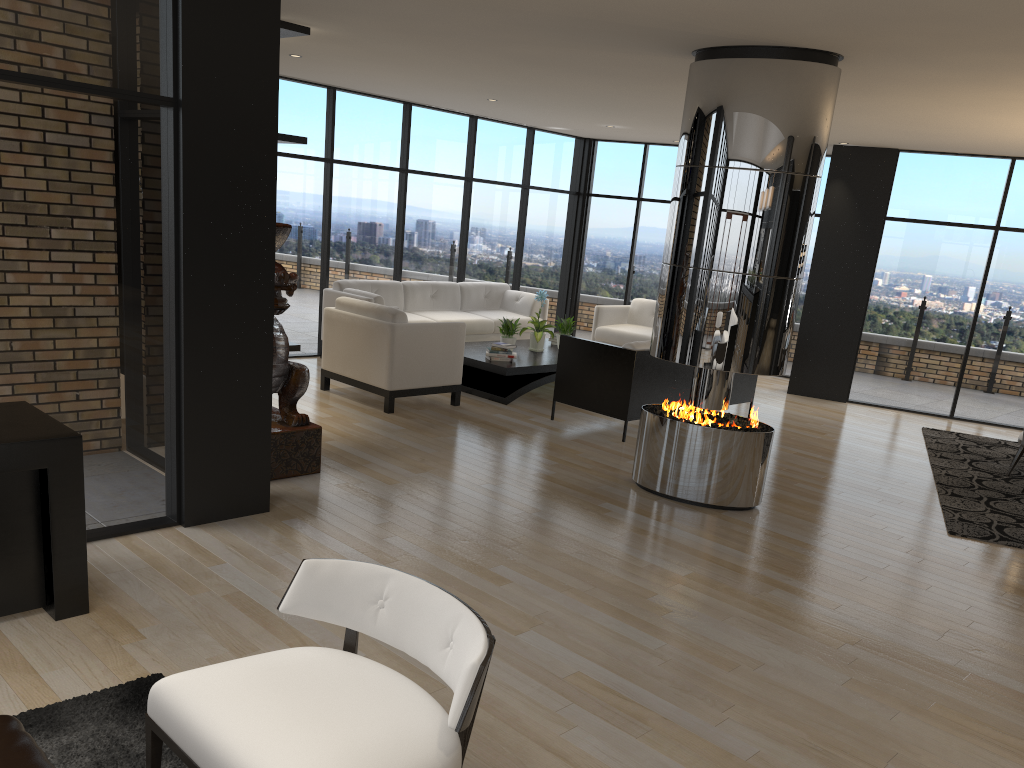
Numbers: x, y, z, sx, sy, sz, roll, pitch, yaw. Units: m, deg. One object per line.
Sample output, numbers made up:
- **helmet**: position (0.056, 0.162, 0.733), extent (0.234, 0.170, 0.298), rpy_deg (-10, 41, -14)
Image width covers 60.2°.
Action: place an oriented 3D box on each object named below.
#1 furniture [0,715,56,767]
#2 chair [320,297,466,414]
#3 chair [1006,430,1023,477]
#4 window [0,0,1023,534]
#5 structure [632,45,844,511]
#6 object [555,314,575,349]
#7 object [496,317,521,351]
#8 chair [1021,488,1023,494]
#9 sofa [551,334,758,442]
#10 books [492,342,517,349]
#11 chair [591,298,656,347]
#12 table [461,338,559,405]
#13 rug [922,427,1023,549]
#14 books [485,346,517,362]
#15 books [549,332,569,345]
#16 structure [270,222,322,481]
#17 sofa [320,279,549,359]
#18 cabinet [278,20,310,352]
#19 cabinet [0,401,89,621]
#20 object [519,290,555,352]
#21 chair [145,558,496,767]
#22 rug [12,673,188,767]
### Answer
- **furniture**: position (-1.228, 1.083, 1.659), extent (0.815, 0.494, 0.822), rpy_deg (17, 17, 42)
- **chair**: position (-1.049, -0.298, 7.844), extent (0.986, 0.876, 0.848), rpy_deg (18, 18, 42)
- **chair**: position (4.438, 0.405, 7.229), extent (0.610, 0.825, 0.634), rpy_deg (14, 16, 30)
- **window**: position (0.245, -1.454, 3.878), extent (10.030, 4.896, 15.693), rpy_deg (13, 13, 29)
- **structure**: position (1.369, -0.601, 5.607), extent (0.883, 2.806, 0.578), rpy_deg (15, 18, 30)
- **object**: position (0.564, -0.553, 9.425), extent (0.282, 0.378, 0.211), rpy_deg (11, 16, 21)
- **object**: position (-0.035, -0.499, 8.839), extent (0.284, 0.378, 0.210), rpy_deg (7, 15, 6)
- **chair**: position (4.143, 0.529, 6.441), extent (0.614, 0.825, 0.630), rpy_deg (9, 14, 13)
- **sofa**: position (1.361, -0.070, 8.070), extent (0.825, 0.822, 2.018), rpy_deg (18, 17, 42)
- **books**: position (-0.076, -0.365, 8.362), extent (0.183, 0.027, 0.153), rpy_deg (13, 13, 33)
- **chair**: position (1.574, -0.545, 10.482), extent (0.986, 0.876, 0.848), rpy_deg (18, 18, 42)
- **table**: position (0.194, -0.166, 9.168), extent (1.245, 0.359, 2.018), rpy_deg (16, 15, 42)
- **rug**: position (4.754, 0.920, 6.886), extent (2.701, 0.011, 3.662), rpy_deg (10, 12, 20)
- **books**: position (-0.100, -0.292, 8.385), extent (0.308, 0.129, 0.218), rpy_deg (4, 12, -8)
- **books**: position (0.538, -0.509, 9.828), extent (0.223, 0.129, 0.301), rpy_deg (8, 12, 11)
- **structure**: position (-1.574, -0.268, 5.452), extent (0.720, 1.631, 0.513), rpy_deg (19, 20, 41)
- **sofa**: position (-0.791, -0.704, 10.062), extent (0.842, 0.875, 2.676), rpy_deg (18, 17, 42)
- **cabinet**: position (-2.787, -1.227, 6.654), extent (1.176, 2.805, 2.621), rpy_deg (-9, 20, -44)
- **cabinet**: position (-2.940, 0.596, 2.575), extent (3.018, 0.757, 0.612), rpy_deg (-6, 18, -45)
- **object**: position (0.297, -0.651, 9.081), extent (0.355, 0.646, 0.362), rpy_deg (-2, 16, -27)
- **chair**: position (-0.467, 0.925, 2.359), extent (0.793, 0.691, 0.679), rpy_deg (18, 18, 42)
- **rug**: position (-1.463, 1.382, 1.272), extent (3.013, 0.012, 2.444), rpy_deg (-5, 16, -45)
